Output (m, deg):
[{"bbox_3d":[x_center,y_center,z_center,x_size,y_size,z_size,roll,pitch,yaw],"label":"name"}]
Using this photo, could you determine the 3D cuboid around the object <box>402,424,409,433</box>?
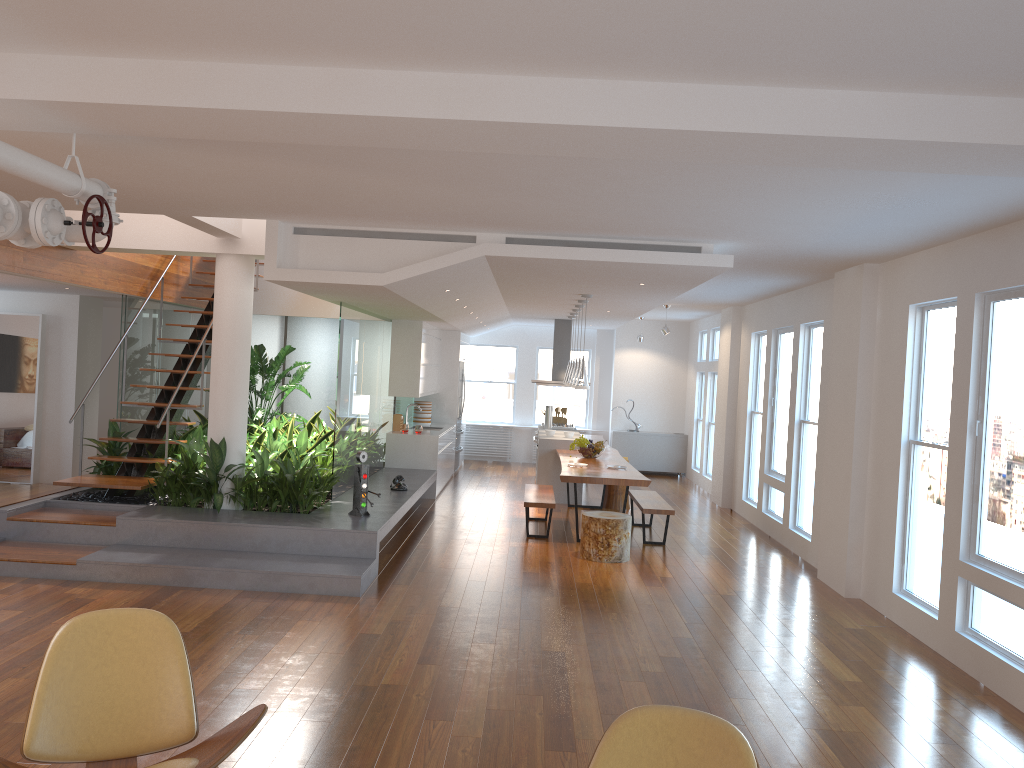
[{"bbox_3d":[-1.397,0.582,11.610,0.094,0.106,0.094,3,1,7],"label":"object"}]

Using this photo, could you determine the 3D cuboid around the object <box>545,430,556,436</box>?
[{"bbox_3d":[0.518,0.667,12.038,0.152,0.082,0.152,4,1,41],"label":"object"}]

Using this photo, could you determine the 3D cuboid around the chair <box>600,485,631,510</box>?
[{"bbox_3d":[1.349,1.371,11.458,0.396,0.455,0.402,3,1,-9],"label":"chair"}]

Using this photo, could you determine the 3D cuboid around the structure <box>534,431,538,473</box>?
[{"bbox_3d":[0.651,1.077,13.904,0.649,0.735,0.890,3,1,1],"label":"structure"}]

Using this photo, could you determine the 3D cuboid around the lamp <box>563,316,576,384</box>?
[{"bbox_3d":[0.848,-0.525,12.887,0.160,1.060,0.160,3,1,28],"label":"lamp"}]

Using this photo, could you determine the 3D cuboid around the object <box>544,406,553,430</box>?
[{"bbox_3d":[0.569,0.511,13.452,0.172,0.356,0.120,2,1,-40],"label":"object"}]

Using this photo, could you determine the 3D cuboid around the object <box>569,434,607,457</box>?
[{"bbox_3d":[0.913,0.745,10.586,0.394,0.284,0.292,2,1,-35],"label":"object"}]

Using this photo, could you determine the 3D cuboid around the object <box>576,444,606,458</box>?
[{"bbox_3d":[0.934,0.809,10.572,0.360,0.159,0.360,2,1,-35],"label":"object"}]

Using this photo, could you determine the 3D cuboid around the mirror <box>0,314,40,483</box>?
[{"bbox_3d":[-6.470,0.158,10.869,1.267,2.044,0.049,3,1,1],"label":"mirror"}]

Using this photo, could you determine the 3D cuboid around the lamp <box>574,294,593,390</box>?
[{"bbox_3d":[0.759,-0.473,9.274,0.160,1.060,0.160,3,1,28],"label":"lamp"}]

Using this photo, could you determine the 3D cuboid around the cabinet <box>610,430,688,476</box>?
[{"bbox_3d":[2.391,1.212,15.607,1.309,0.725,0.420,3,1,1],"label":"cabinet"}]

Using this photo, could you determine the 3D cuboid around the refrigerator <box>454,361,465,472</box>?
[{"bbox_3d":[-1.137,0.507,14.366,0.725,1.772,0.908,3,1,1],"label":"refrigerator"}]

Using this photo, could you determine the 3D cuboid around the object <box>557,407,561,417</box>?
[{"bbox_3d":[0.754,0.526,14.341,0.057,0.299,0.019,3,1,1],"label":"object"}]

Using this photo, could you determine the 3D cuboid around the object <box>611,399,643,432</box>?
[{"bbox_3d":[2.040,0.549,15.563,0.590,0.563,0.210,3,1,-27],"label":"object"}]

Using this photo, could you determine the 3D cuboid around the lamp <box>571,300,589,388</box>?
[{"bbox_3d":[0.777,-0.483,9.996,0.160,1.060,0.160,3,1,28],"label":"lamp"}]

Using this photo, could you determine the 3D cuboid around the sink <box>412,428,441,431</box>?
[{"bbox_3d":[-1.224,0.748,12.596,0.449,0.192,0.666,3,1,1],"label":"sink"}]

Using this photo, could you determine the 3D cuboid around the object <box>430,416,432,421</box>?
[{"bbox_3d":[-1.360,0.516,13.565,0.265,0.196,0.284,4,1,44],"label":"object"}]

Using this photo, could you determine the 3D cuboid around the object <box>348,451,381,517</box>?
[{"bbox_3d":[-1.258,0.867,7.672,0.318,0.565,0.134,4,1,38],"label":"object"}]

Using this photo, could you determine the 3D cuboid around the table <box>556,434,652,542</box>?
[{"bbox_3d":[0.964,1.218,11.593,0.893,0.704,5.996,3,1,1],"label":"table"}]

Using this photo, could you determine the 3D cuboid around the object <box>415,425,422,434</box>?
[{"bbox_3d":[-1.217,0.592,11.559,0.094,0.106,0.094,3,1,7],"label":"object"}]

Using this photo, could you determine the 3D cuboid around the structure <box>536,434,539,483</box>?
[{"bbox_3d":[0.371,1.041,12.499,0.072,0.648,0.644,3,1,1],"label":"structure"}]

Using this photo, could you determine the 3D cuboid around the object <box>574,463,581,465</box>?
[{"bbox_3d":[0.710,0.870,9.603,0.070,0.030,0.079,2,1,-35],"label":"object"}]

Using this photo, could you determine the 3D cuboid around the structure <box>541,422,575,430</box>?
[{"bbox_3d":[0.716,0.653,13.908,0.520,0.073,0.650,3,1,1],"label":"structure"}]

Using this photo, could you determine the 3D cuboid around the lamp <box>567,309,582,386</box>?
[{"bbox_3d":[0.813,-0.504,11.442,0.160,1.060,0.160,3,1,28],"label":"lamp"}]

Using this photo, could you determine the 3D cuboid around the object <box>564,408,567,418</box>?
[{"bbox_3d":[0.855,0.531,14.359,0.057,0.294,0.030,3,1,1],"label":"object"}]

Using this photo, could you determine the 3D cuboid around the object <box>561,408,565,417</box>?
[{"bbox_3d":[0.818,0.530,14.343,0.068,0.298,0.039,3,1,1],"label":"object"}]

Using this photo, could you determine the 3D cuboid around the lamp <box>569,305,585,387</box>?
[{"bbox_3d":[0.795,-0.493,10.719,0.160,1.060,0.160,3,1,28],"label":"lamp"}]

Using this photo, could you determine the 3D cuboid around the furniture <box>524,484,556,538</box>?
[{"bbox_3d":[0.287,1.375,9.607,0.316,0.389,1.433,3,1,1],"label":"furniture"}]

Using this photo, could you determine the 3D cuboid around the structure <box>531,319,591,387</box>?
[{"bbox_3d":[0.787,-0.675,13.860,0.909,1.405,0.900,3,1,1],"label":"structure"}]

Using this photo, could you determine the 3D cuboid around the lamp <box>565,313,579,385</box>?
[{"bbox_3d":[0.830,-0.514,12.165,0.160,1.060,0.160,3,1,28],"label":"lamp"}]

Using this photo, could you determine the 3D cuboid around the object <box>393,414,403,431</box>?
[{"bbox_3d":[-1.528,0.516,11.883,0.104,0.222,0.200,3,1,1],"label":"object"}]

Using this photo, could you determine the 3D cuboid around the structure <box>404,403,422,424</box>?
[{"bbox_3d":[-1.407,0.541,12.625,0.248,0.536,0.115,3,1,1],"label":"structure"}]

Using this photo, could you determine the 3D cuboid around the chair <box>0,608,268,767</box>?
[{"bbox_3d":[-1.253,1.231,2.917,0.856,0.752,0.867,3,1,7],"label":"chair"}]

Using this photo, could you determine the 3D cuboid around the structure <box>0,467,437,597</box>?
[{"bbox_3d":[-2.561,1.246,9.250,3.088,0.386,5.584,3,1,1],"label":"structure"}]

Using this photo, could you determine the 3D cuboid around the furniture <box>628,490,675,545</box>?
[{"bbox_3d":[1.478,1.437,9.578,0.316,0.389,1.433,3,1,1],"label":"furniture"}]

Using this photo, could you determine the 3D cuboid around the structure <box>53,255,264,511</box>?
[{"bbox_3d":[-2.647,-0.857,9.885,2.552,4.265,4.591,3,1,1],"label":"structure"}]

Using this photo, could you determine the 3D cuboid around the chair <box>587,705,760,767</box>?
[{"bbox_3d":[0.377,1.327,2.160,0.867,0.752,0.856,2,1,-38],"label":"chair"}]

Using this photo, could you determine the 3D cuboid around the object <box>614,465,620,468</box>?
[{"bbox_3d":[1.130,0.893,9.545,0.079,0.030,0.070,4,1,45],"label":"object"}]

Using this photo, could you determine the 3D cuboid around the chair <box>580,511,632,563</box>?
[{"bbox_3d":[0.872,1.417,8.254,0.460,0.400,0.460,3,1,11],"label":"chair"}]

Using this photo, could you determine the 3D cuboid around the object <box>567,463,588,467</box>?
[{"bbox_3d":[0.710,0.876,9.603,0.222,0.020,0.222,4,1,42],"label":"object"}]

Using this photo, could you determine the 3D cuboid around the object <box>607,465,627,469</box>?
[{"bbox_3d":[1.130,0.899,9.545,0.222,0.020,0.222,3,1,-7],"label":"object"}]

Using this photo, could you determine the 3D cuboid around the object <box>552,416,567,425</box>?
[{"bbox_3d":[0.716,0.602,14.353,0.353,0.157,0.084,3,1,1],"label":"object"}]

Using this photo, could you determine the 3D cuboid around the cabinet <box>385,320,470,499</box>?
[{"bbox_3d":[-1.198,0.300,13.622,0.676,2.280,4.565,3,1,1],"label":"cabinet"}]

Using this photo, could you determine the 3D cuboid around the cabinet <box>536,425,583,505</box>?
[{"bbox_3d":[0.668,1.117,12.996,0.597,0.832,2.936,3,1,1],"label":"cabinet"}]

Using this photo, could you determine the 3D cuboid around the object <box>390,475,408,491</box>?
[{"bbox_3d":[-1.210,1.044,9.390,0.216,0.155,0.181,2,1,-34],"label":"object"}]

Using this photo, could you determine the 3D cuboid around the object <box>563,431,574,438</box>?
[{"bbox_3d":[0.764,0.682,11.908,0.152,0.082,0.152,2,1,-38],"label":"object"}]

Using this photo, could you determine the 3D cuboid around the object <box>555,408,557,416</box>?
[{"bbox_3d":[0.720,0.523,14.362,0.061,0.299,0.040,3,1,-1],"label":"object"}]

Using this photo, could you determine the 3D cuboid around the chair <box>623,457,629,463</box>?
[{"bbox_3d":[1.609,1.356,13.667,0.344,0.430,0.549,3,1,5],"label":"chair"}]

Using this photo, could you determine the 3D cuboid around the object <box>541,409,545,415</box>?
[{"bbox_3d":[0.564,0.532,14.364,0.199,0.259,0.016,3,1,12],"label":"object"}]

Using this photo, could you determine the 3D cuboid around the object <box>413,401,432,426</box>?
[{"bbox_3d":[-1.332,0.441,13.177,0.267,0.356,0.266,3,1,27],"label":"object"}]
